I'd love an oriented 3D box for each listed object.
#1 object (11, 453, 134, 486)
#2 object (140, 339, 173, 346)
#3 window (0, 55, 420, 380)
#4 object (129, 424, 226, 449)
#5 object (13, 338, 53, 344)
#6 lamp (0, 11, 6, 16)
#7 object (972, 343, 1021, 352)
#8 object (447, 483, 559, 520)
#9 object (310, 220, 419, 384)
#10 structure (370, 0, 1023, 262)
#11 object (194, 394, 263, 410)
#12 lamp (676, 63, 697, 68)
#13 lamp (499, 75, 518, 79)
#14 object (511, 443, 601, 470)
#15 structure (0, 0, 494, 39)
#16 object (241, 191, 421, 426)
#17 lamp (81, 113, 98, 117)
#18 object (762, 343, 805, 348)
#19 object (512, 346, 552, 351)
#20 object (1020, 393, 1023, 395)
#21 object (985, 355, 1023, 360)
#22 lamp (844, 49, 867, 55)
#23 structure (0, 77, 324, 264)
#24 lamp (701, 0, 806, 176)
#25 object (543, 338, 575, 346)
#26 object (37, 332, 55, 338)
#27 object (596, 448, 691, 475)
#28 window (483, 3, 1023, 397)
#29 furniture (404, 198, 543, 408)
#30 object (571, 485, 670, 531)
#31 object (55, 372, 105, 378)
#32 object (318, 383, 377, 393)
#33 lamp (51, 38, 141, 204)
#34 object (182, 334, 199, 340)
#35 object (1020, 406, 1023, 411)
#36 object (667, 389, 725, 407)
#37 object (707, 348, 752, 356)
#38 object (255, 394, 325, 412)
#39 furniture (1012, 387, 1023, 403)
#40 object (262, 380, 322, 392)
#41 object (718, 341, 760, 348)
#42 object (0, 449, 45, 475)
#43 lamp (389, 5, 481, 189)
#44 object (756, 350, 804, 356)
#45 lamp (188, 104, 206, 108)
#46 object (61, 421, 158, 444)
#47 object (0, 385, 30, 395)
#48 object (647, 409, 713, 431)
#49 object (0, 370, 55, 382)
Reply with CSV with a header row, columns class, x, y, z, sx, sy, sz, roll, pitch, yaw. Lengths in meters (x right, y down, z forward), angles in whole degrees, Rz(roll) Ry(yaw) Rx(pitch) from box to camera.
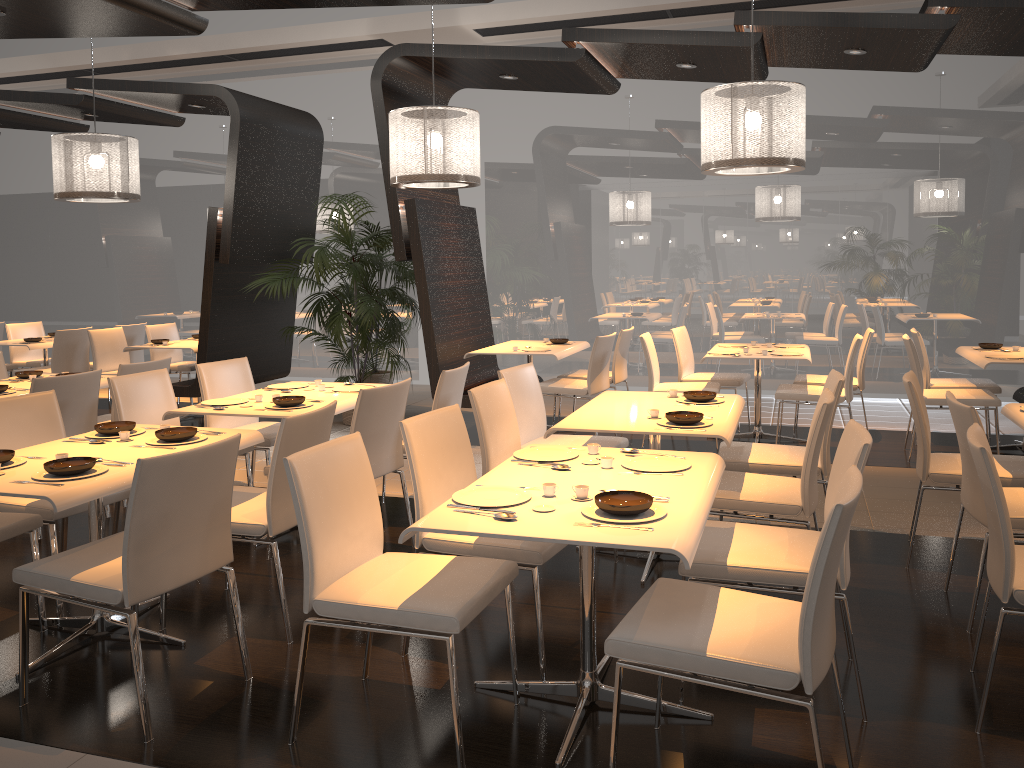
class,x,y,z,sx,sy,sz,roll,pitch,yaw
object,-1.572,0.291,3.139,0.303,0.044,0.367,1,8,17
object,-3.325,-0.395,8.374,0.303,0.044,0.367,1,8,17
window,-4.133,-2.040,11.256,6.580,3.961,0.070,1,4,18
object,-1.416,0.210,3.711,0.303,0.044,0.367,1,8,17
object,-4.807,-0.439,8.867,0.303,0.044,0.367,1,8,17
lamp,-3.180,-2.284,5.392,0.160,0.050,0.161,1,8,12
object,3.697,-0.282,6.758,0.303,0.044,0.367,1,8,17
object,-0.027,0.338,2.643,0.335,0.037,0.379,1,8,12
object,-1.315,-0.802,9.053,1.506,2.050,1.569,-3,5,-20
structure,1.904,-1.867,6.911,5.934,1.720,1.410,2,6,18
object,-1.488,0.089,4.635,0.335,0.037,0.379,1,8,12
lamp,1.389,-2.550,7.043,0.161,0.055,0.162,1,7,12
lamp,-0.028,-2.618,7.499,0.160,0.054,0.161,2,8,23
object,0.161,0.255,3.226,0.335,0.037,0.379,1,8,12
structure,-1.448,-1.435,4.069,10.663,1.728,2.920,2,7,18
object,-1.438,-0.651,7.956,1.561,2.050,1.514,0,5,12
lamp,-4.231,-2.711,8.857,0.161,0.055,0.162,1,7,12
object,2.233,-0.328,7.286,0.335,0.037,0.379,0,8,7
object,0.163,-0.300,7.306,0.335,0.037,0.379,0,8,7
object,1.702,0.253,0.955,1.507,2.050,1.568,-3,5,-26
object,3.502,-0.196,6.173,0.335,0.037,0.379,1,8,12
lamp,2.584,-2.516,6.658,0.161,0.055,0.162,1,7,12
structure,-4.912,-2.062,9.110,5.934,1.720,1.410,2,6,18
lamp,1.481,-2.282,5.444,0.628,1.921,0.628,-4,5,-44
object,0.397,-0.378,7.832,0.303,0.044,0.367,1,8,17
object,-4.914,-0.528,9.533,0.303,0.044,0.367,2,8,22
object,0.464,0.262,3.147,0.335,0.037,0.379,0,8,7
window,2.719,-1.844,9.046,6.580,3.961,0.070,1,4,18
furniture,-0.282,-0.738,7.690,0.757,1.667,1.410,0,5,18
object,0.298,0.342,2.554,0.303,0.044,0.367,1,8,17
object,-2.887,-0.047,5.767,0.303,0.044,0.367,1,8,17
object,-0.958,0.009,5.162,0.335,0.037,0.379,0,8,7
lamp,-3.313,-2.419,6.991,0.627,1.921,0.629,-2,4,-10
object,-3.144,-0.476,8.952,0.303,0.044,0.367,1,8,12
object,2.496,0.117,3.982,0.335,0.037,0.379,1,8,12
object,0.936,0.063,4.532,0.303,0.044,0.367,1,8,17
object,1.662,-0.247,6.749,0.335,0.037,0.379,1,8,12
object,-1.166,0.089,4.576,0.303,0.044,0.367,1,8,17
furniture,4.147,-0.611,6.262,0.757,1.667,1.410,0,5,18
object,-1.300,0.007,5.218,0.335,0.037,0.379,1,8,12
object,1.877,-0.327,7.317,0.335,0.037,0.379,1,8,12
object,-1.905,0.284,3.224,0.303,0.044,0.367,1,8,17
lamp,-0.546,-2.340,6.099,0.628,1.921,0.628,-4,5,-44
object,2.030,-0.246,6.705,0.335,0.037,0.379,0,8,7
lamp,-3.017,-2.676,8.465,0.161,0.055,0.162,1,7,12
object,-1.703,0.201,3.809,0.303,0.044,0.367,1,8,17
object,-3.057,0.033,5.201,0.303,0.044,0.367,1,8,17
object,0.737,0.150,3.916,0.303,0.044,0.367,1,8,17
object,-3.199,-0.055,5.862,0.303,0.044,0.367,1,8,17
